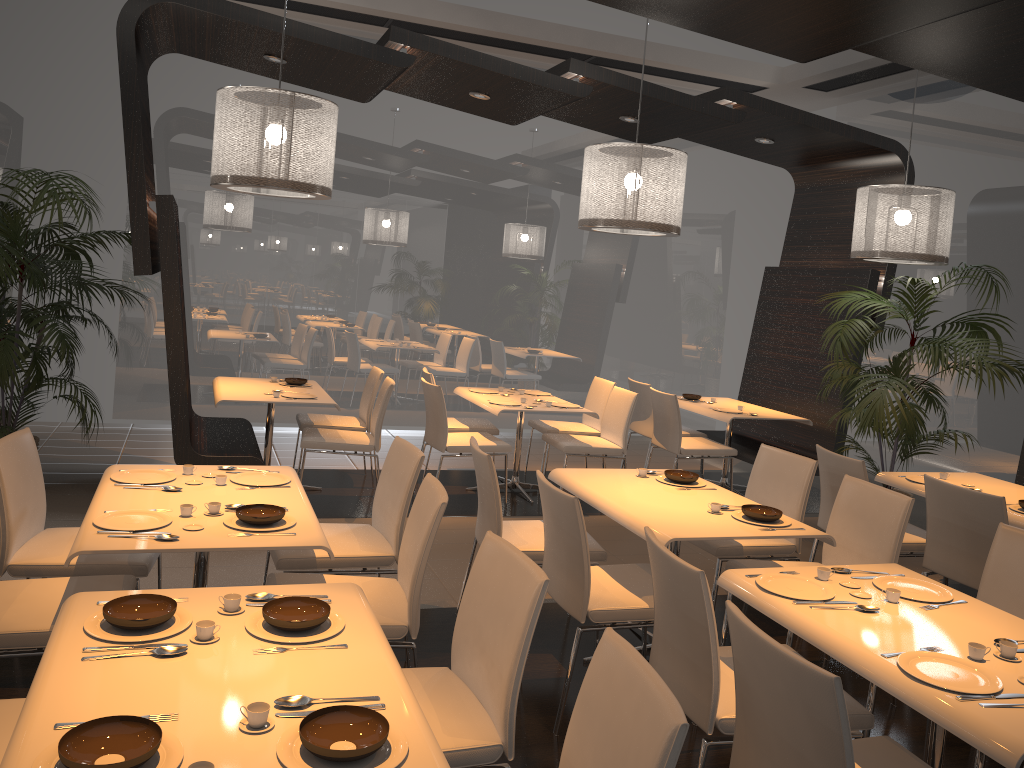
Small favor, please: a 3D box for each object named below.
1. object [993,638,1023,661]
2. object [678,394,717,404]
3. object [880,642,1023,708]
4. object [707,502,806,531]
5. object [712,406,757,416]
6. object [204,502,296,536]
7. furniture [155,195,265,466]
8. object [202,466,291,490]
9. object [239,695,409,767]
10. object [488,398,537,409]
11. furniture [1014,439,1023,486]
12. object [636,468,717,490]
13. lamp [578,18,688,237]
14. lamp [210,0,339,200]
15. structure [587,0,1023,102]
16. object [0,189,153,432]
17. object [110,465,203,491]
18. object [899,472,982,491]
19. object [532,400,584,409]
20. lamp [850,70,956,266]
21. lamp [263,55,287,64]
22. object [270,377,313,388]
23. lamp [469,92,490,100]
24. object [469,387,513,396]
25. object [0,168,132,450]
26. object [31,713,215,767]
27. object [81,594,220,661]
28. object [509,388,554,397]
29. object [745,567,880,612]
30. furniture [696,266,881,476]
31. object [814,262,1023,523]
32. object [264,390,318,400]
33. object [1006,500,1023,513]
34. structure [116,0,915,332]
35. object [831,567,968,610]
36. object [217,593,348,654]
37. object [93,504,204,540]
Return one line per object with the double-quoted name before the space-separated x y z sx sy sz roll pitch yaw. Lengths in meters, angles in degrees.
"object" 1.482 0.736 2.349 0.303 0.044 0.367 2 7 -21
"object" 1.617 0.124 7.759 0.303 0.044 0.367 2 7 -21
"object" 1.171 0.727 2.221 0.334 0.038 0.379 2 7 -26
"object" 1.002 0.540 3.696 0.303 0.044 0.367 2 7 -21
"object" 1.818 0.211 7.176 0.334 0.038 0.379 2 7 -26
"object" -0.903 0.452 3.058 0.303 0.044 0.367 2 7 -21
"furniture" -2.070 -0.386 6.073 0.756 1.670 1.410 4 4 -20
"object" -1.094 0.371 3.649 0.334 0.038 0.379 1 8 -31
"object" -0.352 0.659 1.670 0.303 0.044 0.367 2 7 -21
"object" 0.014 0.135 6.507 0.334 0.038 0.379 2 7 -26
"furniture" 3.591 0.317 4.146 0.756 1.668 2.921 4 5 -20
"object" 0.785 0.451 4.307 0.303 0.044 0.367 2 7 -21
"lamp" 0.799 -1.892 5.404 0.627 1.924 0.628 5 3 8
"lamp" -1.201 -1.979 4.683 0.627 1.924 0.628 5 3 8
"structure" -0.720 -1.071 2.512 10.644 1.731 2.921 3 6 -20
"object" -3.720 -0.472 6.520 1.567 2.053 1.505 7 4 32
"object" -1.398 0.364 3.485 0.334 0.038 0.379 2 7 -26
"object" 2.353 0.527 4.824 0.334 0.038 0.379 2 7 -26
"object" 0.331 0.140 6.698 0.334 0.038 0.379 1 8 -31
"lamp" 2.768 -1.807 6.113 0.627 1.924 0.628 5 3 12
"lamp" -1.636 -2.260 6.111 0.160 0.054 0.161 3 6 -14
"object" -1.644 -0.019 6.593 0.303 0.044 0.367 2 7 -21
"lamp" -0.241 -2.172 6.616 0.161 0.055 0.162 2 7 -25
"object" -0.162 0.053 7.089 0.334 0.038 0.379 2 7 -26
"object" -3.152 -0.315 5.576 1.558 2.053 1.514 3 4 -26
"object" -0.666 0.648 1.534 0.303 0.044 0.367 2 7 -21
"object" -0.862 0.563 2.121 0.303 0.044 0.367 2 7 -21
"object" 0.139 0.056 7.282 0.334 0.038 0.379 1 8 -31
"object" 0.965 0.643 2.798 0.334 0.038 0.379 2 7 -26
"furniture" 2.298 -0.197 7.647 0.756 1.670 1.410 4 4 -20
"object" 2.865 0.105 6.360 1.503 2.053 1.569 4 4 -7
"object" -1.510 0.060 6.034 0.334 0.038 0.379 1 8 -31
"object" 2.583 0.608 4.268 0.303 0.044 0.367 2 7 -21
"structure" 0.205 -1.483 6.813 5.923 1.722 1.410 3 4 -20
"object" 1.253 0.654 2.921 0.334 0.038 0.379 1 8 -31
"object" -0.575 0.576 2.219 0.303 0.044 0.367 2 7 -21
"object" -1.193 0.448 2.907 0.334 0.038 0.379 2 7 -26
